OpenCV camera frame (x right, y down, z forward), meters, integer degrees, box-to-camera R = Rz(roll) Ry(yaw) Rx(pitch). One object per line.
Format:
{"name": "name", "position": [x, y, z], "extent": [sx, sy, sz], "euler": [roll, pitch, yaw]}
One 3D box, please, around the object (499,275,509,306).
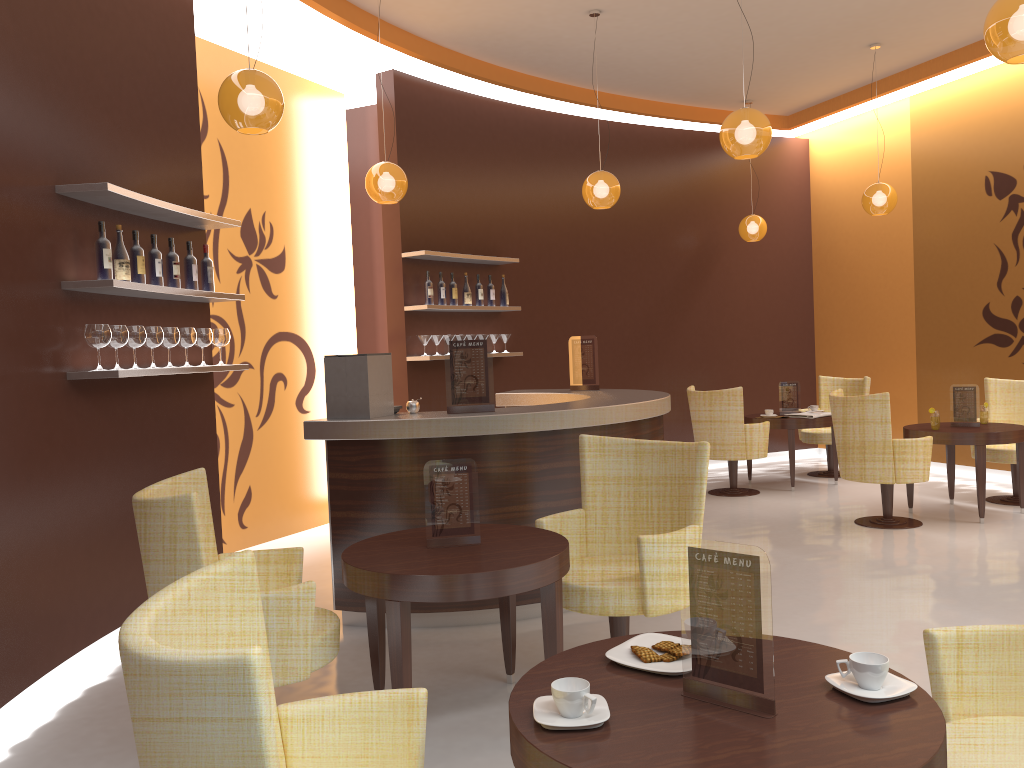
{"name": "object", "position": [-0.077, -0.866, 8.267], "extent": [0.086, 0.303, 0.086], "euler": [-3, 2, -8]}

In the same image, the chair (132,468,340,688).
{"name": "chair", "position": [-0.968, 0.836, 3.188], "extent": [0.685, 1.017, 0.729], "euler": [-3, 2, -15]}

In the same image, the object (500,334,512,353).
{"name": "object", "position": [-0.063, -0.379, 8.293], "extent": [0.137, 0.174, 0.137], "euler": [0, 3, 43]}

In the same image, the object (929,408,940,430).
{"name": "object", "position": [3.261, 0.268, 6.833], "extent": [0.072, 0.171, 0.067], "euler": [-4, 3, -40]}

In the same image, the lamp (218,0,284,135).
{"name": "lamp", "position": [-1.246, -1.933, 4.130], "extent": [0.299, 1.500, 0.299], "euler": [-4, 3, -44]}

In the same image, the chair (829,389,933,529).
{"name": "chair", "position": [2.783, 0.549, 6.699], "extent": [0.685, 1.017, 0.729], "euler": [-3, 2, -5]}

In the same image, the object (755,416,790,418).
{"name": "object", "position": [2.457, 0.314, 8.524], "extent": [0.239, 0.021, 0.464], "euler": [-3, 2, -8]}

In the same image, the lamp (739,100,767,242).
{"name": "lamp", "position": [2.578, -2.295, 9.567], "extent": [0.299, 1.500, 0.299], "euler": [-3, 2, -22]}

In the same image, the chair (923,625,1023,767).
{"name": "chair", "position": [1.245, 0.790, 1.924], "extent": [0.685, 1.017, 0.729], "euler": [-2, 2, 10]}

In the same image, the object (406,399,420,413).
{"name": "object", "position": [-0.551, 0.123, 4.937], "extent": [0.075, 0.077, 0.075], "euler": [-1, 3, 37]}

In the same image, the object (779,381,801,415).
{"name": "object", "position": [2.735, 0.137, 8.726], "extent": [0.209, 0.335, 0.042], "euler": [-2, 2, 1]}

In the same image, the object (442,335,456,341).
{"name": "object", "position": [-0.552, -0.338, 7.704], "extent": [0.137, 0.174, 0.137], "euler": [0, 3, 43]}

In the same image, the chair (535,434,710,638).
{"name": "chair", "position": [0.491, 0.751, 3.839], "extent": [0.685, 1.017, 0.729], "euler": [-4, 3, -44]}

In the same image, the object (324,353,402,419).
{"name": "object", "position": [-0.801, 0.005, 4.855], "extent": [0.270, 0.340, 0.373], "euler": [-2, 2, 23]}

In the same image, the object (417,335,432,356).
{"name": "object", "position": [-0.732, -0.321, 7.452], "extent": [0.137, 0.174, 0.137], "euler": [-1, 3, 33]}

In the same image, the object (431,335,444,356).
{"name": "object", "position": [-0.642, -0.329, 7.578], "extent": [0.137, 0.174, 0.137], "euler": [-1, 3, 33]}

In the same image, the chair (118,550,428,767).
{"name": "chair", "position": [-0.328, 0.867, 1.644], "extent": [0.685, 1.017, 0.729], "euler": [-3, 2, -19]}

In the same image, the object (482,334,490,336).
{"name": "object", "position": [-0.268, -0.361, 8.058], "extent": [0.137, 0.174, 0.137], "euler": [0, 3, 43]}

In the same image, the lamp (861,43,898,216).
{"name": "lamp", "position": [3.257, -2.262, 7.900], "extent": [0.299, 1.500, 0.299], "euler": [-2, 2, 21]}

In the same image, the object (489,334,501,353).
{"name": "object", "position": [-0.164, -0.370, 8.175], "extent": [0.137, 0.174, 0.137], "euler": [-2, 2, 3]}

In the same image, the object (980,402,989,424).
{"name": "object", "position": [3.788, 0.235, 7.117], "extent": [0.067, 0.171, 0.072], "euler": [-1, 2, 25]}

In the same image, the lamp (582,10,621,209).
{"name": "lamp", "position": [0.666, -2.114, 6.848], "extent": [0.299, 1.500, 0.299], "euler": [-3, 2, -4]}

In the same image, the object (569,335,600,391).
{"name": "object", "position": [0.544, -0.158, 6.732], "extent": [0.258, 0.414, 0.052], "euler": [-1, 3, 37]}

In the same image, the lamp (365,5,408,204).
{"name": "lamp", "position": [-0.907, -2.024, 6.210], "extent": [0.299, 1.500, 0.299], "euler": [-3, 2, -4]}

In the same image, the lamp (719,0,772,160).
{"name": "lamp", "position": [1.344, -2.080, 5.182], "extent": [0.299, 1.500, 0.299], "euler": [-4, 3, -44]}

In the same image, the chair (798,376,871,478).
{"name": "chair", "position": [3.349, 0.432, 9.218], "extent": [0.685, 1.017, 0.729], "euler": [-3, 2, -23]}

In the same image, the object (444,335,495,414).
{"name": "object", "position": [-0.228, -0.052, 4.756], "extent": [0.258, 0.414, 0.052], "euler": [-3, 2, -8]}

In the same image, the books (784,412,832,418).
{"name": "books", "position": [2.835, 0.294, 8.446], "extent": [0.367, 0.035, 0.345], "euler": [-4, 3, -32]}

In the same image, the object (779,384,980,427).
{"name": "object", "position": [3.169, 0.152, 7.829], "extent": [0.187, 0.335, 2.090], "euler": [-3, 2, -26]}

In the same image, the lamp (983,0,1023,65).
{"name": "lamp", "position": [2.023, -2.047, 3.515], "extent": [0.299, 1.500, 0.299], "euler": [-3, 2, -11]}

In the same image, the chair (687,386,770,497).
{"name": "chair", "position": [2.029, 0.520, 8.322], "extent": [0.685, 1.017, 0.729], "euler": [-3, 2, -25]}

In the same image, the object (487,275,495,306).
{"name": "object", "position": [-0.195, -0.851, 8.137], "extent": [0.073, 0.297, 0.073], "euler": [-2, 2, 16]}

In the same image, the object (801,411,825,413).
{"name": "object", "position": [3.032, 0.278, 8.832], "extent": [0.239, 0.021, 0.464], "euler": [-3, 2, -26]}

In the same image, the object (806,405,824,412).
{"name": "object", "position": [3.012, 0.250, 8.830], "extent": [0.153, 0.069, 0.153], "euler": [-4, 3, -39]}

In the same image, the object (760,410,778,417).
{"name": "object", "position": [2.472, 0.284, 8.533], "extent": [0.153, 0.069, 0.153], "euler": [-2, 2, 4]}

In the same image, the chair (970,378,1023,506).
{"name": "chair", "position": [4.229, 0.463, 7.377], "extent": [0.685, 1.017, 0.729], "euler": [-4, 3, -34]}

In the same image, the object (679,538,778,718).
{"name": "object", "position": [0.437, 0.490, 1.818], "extent": [0.209, 0.335, 0.042], "euler": [0, 3, 43]}
